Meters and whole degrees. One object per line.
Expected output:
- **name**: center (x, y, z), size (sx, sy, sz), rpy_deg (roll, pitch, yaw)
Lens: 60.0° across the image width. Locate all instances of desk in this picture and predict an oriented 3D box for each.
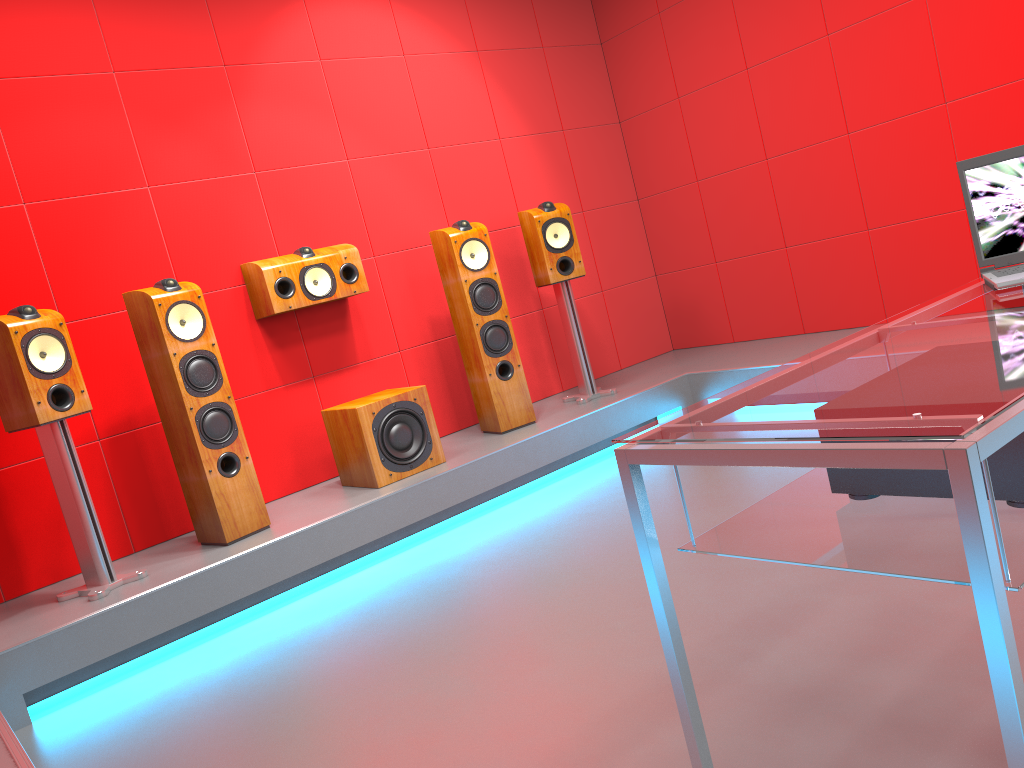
- **desk**: center (0.975, 0.203, 1.660), size (1.617, 0.690, 0.594), rpy_deg (-19, 8, -36)

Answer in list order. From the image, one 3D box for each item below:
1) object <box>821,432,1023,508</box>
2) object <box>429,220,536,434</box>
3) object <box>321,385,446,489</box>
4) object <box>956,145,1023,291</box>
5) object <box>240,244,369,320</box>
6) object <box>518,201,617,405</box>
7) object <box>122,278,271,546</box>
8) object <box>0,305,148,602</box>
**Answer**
- **object**: center (0.792, 0.053, 1.451), size (0.431, 0.158, 0.371), rpy_deg (-19, 8, -36)
- **object**: center (-0.143, -0.285, 4.396), size (0.203, 1.052, 0.238), rpy_deg (-18, 7, -27)
- **object**: center (-0.578, 0.235, 3.996), size (0.360, 0.360, 0.360), rpy_deg (-19, 8, -36)
- **object**: center (1.192, -0.392, 1.921), size (0.342, 0.285, 0.340), rpy_deg (-12, 7, 23)
- **object**: center (-0.968, -0.501, 4.164), size (0.493, 0.271, 0.235), rpy_deg (-19, 8, -36)
- **object**: center (0.286, -0.436, 4.704), size (0.231, 1.058, 0.265), rpy_deg (-17, 7, -17)
- **object**: center (-1.241, 0.106, 3.508), size (0.238, 1.052, 0.203), rpy_deg (-8, 9, 43)
- **object**: center (-1.634, 0.242, 3.200), size (0.265, 1.058, 0.231), rpy_deg (-10, 8, 33)
